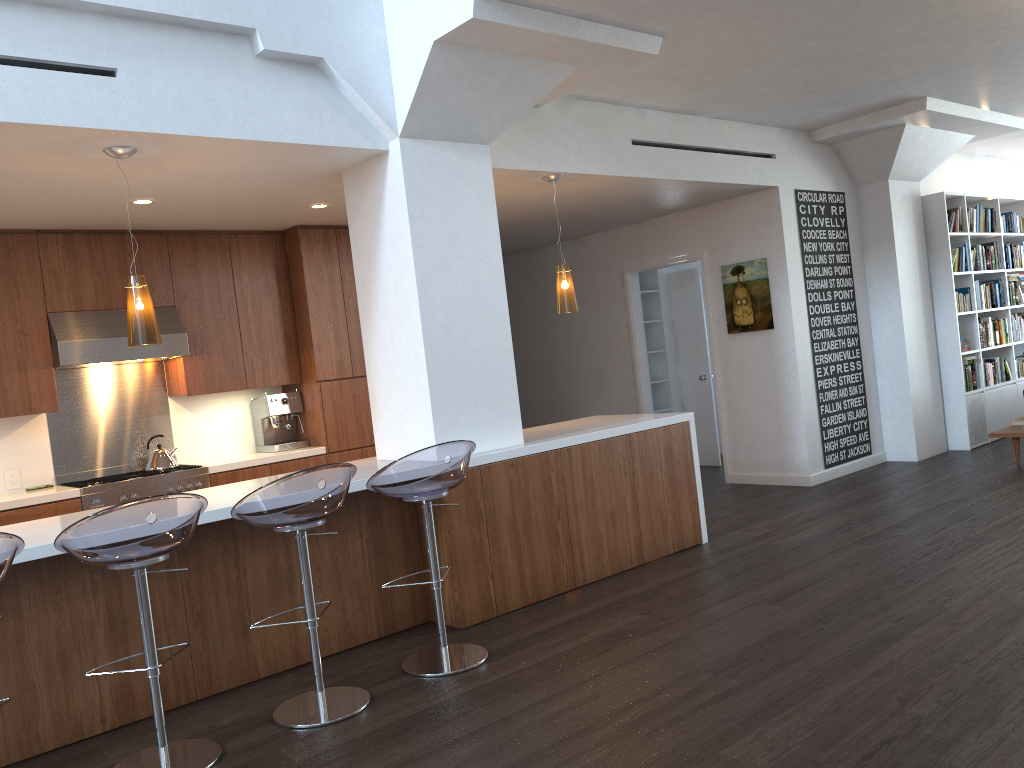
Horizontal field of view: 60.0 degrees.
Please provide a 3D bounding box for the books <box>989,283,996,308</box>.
[{"bbox_3d":[4.743,-0.878,8.901,0.034,0.253,0.182,-8,2,-40],"label":"books"}]

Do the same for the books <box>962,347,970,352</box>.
[{"bbox_3d":[4.247,-0.323,8.489,0.197,0.035,0.284,-5,2,40],"label":"books"}]

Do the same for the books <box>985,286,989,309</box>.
[{"bbox_3d":[4.648,-0.849,8.817,0.027,0.223,0.161,-8,2,-40],"label":"books"}]

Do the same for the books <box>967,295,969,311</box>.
[{"bbox_3d":[4.323,-0.771,8.511,0.032,0.162,0.106,-8,2,-40],"label":"books"}]

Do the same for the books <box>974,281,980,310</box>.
[{"bbox_3d":[4.441,-0.851,8.661,0.065,0.283,0.197,-8,2,-40],"label":"books"}]

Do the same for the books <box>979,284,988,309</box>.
[{"bbox_3d":[4.621,-0.859,8.806,0.026,0.250,0.159,-8,2,-40],"label":"books"}]

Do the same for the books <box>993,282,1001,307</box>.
[{"bbox_3d":[4.846,-0.892,8.996,0.034,0.253,0.182,-8,2,-40],"label":"books"}]

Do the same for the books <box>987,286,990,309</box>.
[{"bbox_3d":[4.667,-0.852,8.836,0.026,0.223,0.161,-8,2,-40],"label":"books"}]

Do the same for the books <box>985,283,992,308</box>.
[{"bbox_3d":[4.703,-0.873,8.897,0.034,0.253,0.182,-8,2,-40],"label":"books"}]

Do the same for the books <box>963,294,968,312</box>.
[{"bbox_3d":[4.299,-0.770,8.499,0.020,0.167,0.120,-8,2,-40],"label":"books"}]

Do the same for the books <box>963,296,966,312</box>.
[{"bbox_3d":[4.273,-0.760,8.473,0.019,0.153,0.110,-8,2,-40],"label":"books"}]

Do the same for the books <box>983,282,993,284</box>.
[{"bbox_3d":[4.765,-0.884,8.949,0.060,0.259,0.180,-8,2,-40],"label":"books"}]

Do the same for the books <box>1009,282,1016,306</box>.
[{"bbox_3d":[5.130,-0.926,9.231,0.054,0.240,0.174,-8,2,-40],"label":"books"}]

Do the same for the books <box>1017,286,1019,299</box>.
[{"bbox_3d":[5.239,-0.933,9.333,0.033,0.223,0.161,-8,2,-40],"label":"books"}]

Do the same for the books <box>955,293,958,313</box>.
[{"bbox_3d":[4.108,-0.756,8.347,0.036,0.191,0.139,-8,2,-40],"label":"books"}]

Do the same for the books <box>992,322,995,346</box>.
[{"bbox_3d":[4.745,-0.497,8.913,0.045,0.240,0.174,-8,2,-40],"label":"books"}]

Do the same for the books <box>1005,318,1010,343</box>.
[{"bbox_3d":[4.989,-0.537,9.089,0.034,0.253,0.183,-8,2,-40],"label":"books"}]

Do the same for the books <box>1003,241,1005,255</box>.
[{"bbox_3d":[4.973,-1.311,9.132,0.102,0.294,0.176,-8,2,-40],"label":"books"}]

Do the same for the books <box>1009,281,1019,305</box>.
[{"bbox_3d":[5.208,-0.944,9.311,0.042,0.253,0.183,-8,2,-40],"label":"books"}]

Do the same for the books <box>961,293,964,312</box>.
[{"bbox_3d":[4.234,-0.767,8.459,0.022,0.178,0.128,-8,2,-40],"label":"books"}]

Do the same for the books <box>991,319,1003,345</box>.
[{"bbox_3d":[4.858,-0.518,8.983,0.034,0.253,0.183,-8,2,-40],"label":"books"}]

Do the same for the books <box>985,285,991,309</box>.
[{"bbox_3d":[4.686,-0.859,8.863,0.037,0.230,0.167,-8,2,-40],"label":"books"}]

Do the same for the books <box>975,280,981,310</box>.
[{"bbox_3d":[4.490,-0.861,8.697,0.053,0.290,0.176,-8,2,-40],"label":"books"}]

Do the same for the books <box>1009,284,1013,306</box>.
[{"bbox_3d":[5.097,-0.913,9.204,0.032,0.223,0.161,-8,2,-40],"label":"books"}]

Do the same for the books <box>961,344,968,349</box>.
[{"bbox_3d":[4.243,-0.356,8.488,0.197,0.033,0.284,-6,2,25],"label":"books"}]

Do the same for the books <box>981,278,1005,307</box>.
[{"bbox_3d":[4.917,-0.921,9.057,0.102,0.294,0.176,-8,2,-40],"label":"books"}]

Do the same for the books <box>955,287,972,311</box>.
[{"bbox_3d":[4.353,-0.811,8.561,0.042,0.231,0.140,-8,2,-40],"label":"books"}]

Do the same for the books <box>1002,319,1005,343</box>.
[{"bbox_3d":[4.908,-0.526,9.026,0.034,0.253,0.183,-8,2,-40],"label":"books"}]

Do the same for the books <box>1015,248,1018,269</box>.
[{"bbox_3d":[5.237,-1.314,9.348,0.026,0.223,0.161,-8,2,-40],"label":"books"}]

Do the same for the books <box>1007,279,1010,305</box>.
[{"bbox_3d":[5.029,-0.935,9.170,0.049,0.284,0.198,-8,2,-40],"label":"books"}]

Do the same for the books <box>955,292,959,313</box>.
[{"bbox_3d":[4.137,-0.763,8.376,0.045,0.196,0.136,-8,2,-40],"label":"books"}]

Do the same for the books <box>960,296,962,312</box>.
[{"bbox_3d":[4.198,-0.762,8.422,0.021,0.178,0.128,-8,2,-40],"label":"books"}]

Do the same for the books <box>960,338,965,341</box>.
[{"bbox_3d":[4.234,-0.417,8.487,0.144,0.025,0.204,-5,2,40],"label":"books"}]

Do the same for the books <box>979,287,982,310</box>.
[{"bbox_3d":[4.525,-0.832,8.724,0.027,0.223,0.161,-8,2,-40],"label":"books"}]

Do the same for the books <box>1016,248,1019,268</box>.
[{"bbox_3d":[5.259,-1.317,9.363,0.027,0.223,0.161,-8,2,-40],"label":"books"}]

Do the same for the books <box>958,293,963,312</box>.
[{"bbox_3d":[4.213,-0.768,8.444,0.030,0.184,0.134,-8,2,-40],"label":"books"}]

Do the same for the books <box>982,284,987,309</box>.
[{"bbox_3d":[4.591,-0.853,8.778,0.057,0.245,0.170,-8,2,-40],"label":"books"}]

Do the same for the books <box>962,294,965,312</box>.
[{"bbox_3d":[4.254,-0.767,8.465,0.018,0.171,0.109,-8,2,-40],"label":"books"}]

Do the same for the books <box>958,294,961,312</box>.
[{"bbox_3d":[4.183,-0.760,8.407,0.022,0.178,0.128,-8,2,-40],"label":"books"}]

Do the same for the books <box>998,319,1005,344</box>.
[{"bbox_3d":[4.886,-0.522,9.002,0.034,0.253,0.183,-8,2,-40],"label":"books"}]

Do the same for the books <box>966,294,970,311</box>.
[{"bbox_3d":[4.342,-0.776,8.527,0.017,0.167,0.107,-8,2,-40],"label":"books"}]

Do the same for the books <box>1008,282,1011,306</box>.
[{"bbox_3d":[5.067,-0.923,9.190,0.031,0.251,0.160,-8,2,-40],"label":"books"}]

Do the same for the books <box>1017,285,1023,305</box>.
[{"bbox_3d":[5.309,-0.934,9.381,0.135,0.207,0.161,-8,2,-41],"label":"books"}]

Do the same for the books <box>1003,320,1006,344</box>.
[{"bbox_3d":[4.934,-0.523,9.057,0.045,0.240,0.174,-8,2,-40],"label":"books"}]

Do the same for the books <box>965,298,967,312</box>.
[{"bbox_3d":[4.286,-0.762,8.486,0.018,0.153,0.110,-8,2,-40],"label":"books"}]

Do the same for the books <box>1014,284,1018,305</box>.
[{"bbox_3d":[5.191,-0.926,9.276,0.032,0.223,0.161,-8,2,-40],"label":"books"}]

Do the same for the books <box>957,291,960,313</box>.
[{"bbox_3d":[4.162,-0.768,8.398,0.020,0.200,0.127,-8,2,-40],"label":"books"}]

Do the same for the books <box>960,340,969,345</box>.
[{"bbox_3d":[4.234,-0.388,8.486,0.174,0.032,0.254,-5,2,45],"label":"books"}]

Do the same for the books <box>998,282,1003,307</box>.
[{"bbox_3d":[4.878,-0.897,9.009,0.034,0.253,0.182,-8,2,-40],"label":"books"}]

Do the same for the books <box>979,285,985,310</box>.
[{"bbox_3d":[4.554,-0.844,8.742,0.045,0.239,0.174,-8,2,-40],"label":"books"}]

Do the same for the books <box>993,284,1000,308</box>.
[{"bbox_3d":[4.821,-0.882,8.965,0.045,0.239,0.174,-8,2,-40],"label":"books"}]

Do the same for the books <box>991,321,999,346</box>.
[{"bbox_3d":[4.797,-0.506,8.929,0.057,0.246,0.171,-8,2,-40],"label":"books"}]
